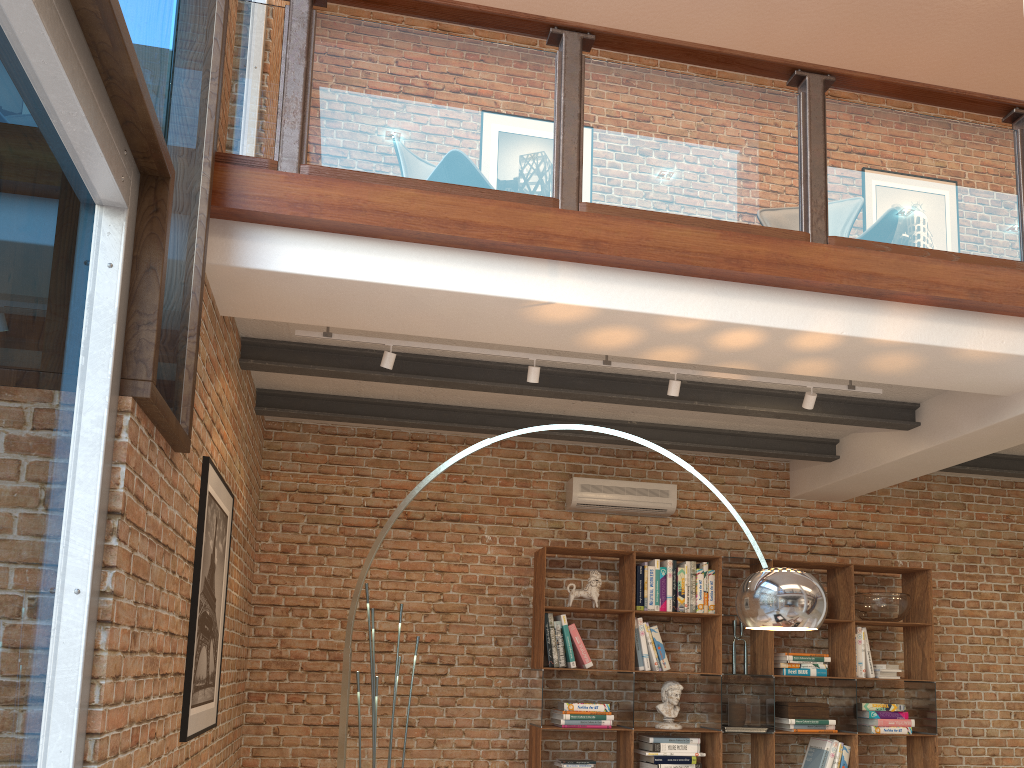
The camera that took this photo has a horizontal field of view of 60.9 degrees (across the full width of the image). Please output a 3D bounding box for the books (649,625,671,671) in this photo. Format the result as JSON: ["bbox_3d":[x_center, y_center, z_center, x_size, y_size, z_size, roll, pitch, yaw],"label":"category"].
[{"bbox_3d":[1.039,1.931,6.362,0.158,0.317,0.263,4,-12,-10],"label":"books"}]

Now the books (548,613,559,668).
[{"bbox_3d":[0.267,1.835,6.232,0.091,0.370,0.252,3,-11,-10],"label":"books"}]

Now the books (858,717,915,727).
[{"bbox_3d":[2.846,2.576,6.647,0.328,0.053,0.264,7,-18,-15],"label":"books"}]

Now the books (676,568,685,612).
[{"bbox_3d":[1.204,1.532,6.440,0.056,0.317,0.263,3,-12,-10],"label":"books"}]

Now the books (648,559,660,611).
[{"bbox_3d":[1.028,1.493,6.421,0.036,0.369,0.252,3,-11,-10],"label":"books"}]

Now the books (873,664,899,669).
[{"bbox_3d":[2.841,2.171,6.689,0.133,0.032,0.213,8,-19,-19],"label":"books"}]

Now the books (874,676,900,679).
[{"bbox_3d":[2.844,2.252,6.694,0.171,0.018,0.246,3,-18,-3],"label":"books"}]

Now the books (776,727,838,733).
[{"bbox_3d":[2.197,2.584,6.516,0.357,0.020,0.282,6,-18,-12],"label":"books"}]

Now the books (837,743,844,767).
[{"bbox_3d":[2.368,2.849,6.523,0.098,0.341,0.281,3,-12,-10],"label":"books"}]

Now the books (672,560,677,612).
[{"bbox_3d":[1.156,1.506,6.450,0.036,0.369,0.252,3,-11,-10],"label":"books"}]

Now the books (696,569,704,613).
[{"bbox_3d":[1.350,1.549,6.478,0.056,0.317,0.263,3,-12,-10],"label":"books"}]

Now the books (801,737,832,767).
[{"bbox_3d":[2.254,2.830,6.507,0.163,0.358,0.252,4,-12,-10],"label":"books"}]

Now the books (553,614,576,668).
[{"bbox_3d":[0.374,1.843,6.240,0.121,0.367,0.252,4,-11,-10],"label":"books"}]

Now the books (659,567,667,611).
[{"bbox_3d":[1.070,1.528,6.440,0.056,0.317,0.263,3,-12,-10],"label":"books"}]

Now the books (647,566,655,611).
[{"bbox_3d":[0.982,1.513,6.405,0.056,0.317,0.263,3,-12,-10],"label":"books"}]

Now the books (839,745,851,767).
[{"bbox_3d":[2.413,2.857,6.516,0.116,0.321,0.263,4,-12,-10],"label":"books"}]

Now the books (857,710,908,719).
[{"bbox_3d":[2.801,2.522,6.657,0.327,0.053,0.265,5,-18,-10],"label":"books"}]

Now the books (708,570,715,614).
[{"bbox_3d":[1.441,1.565,6.517,0.056,0.317,0.263,3,-12,-10],"label":"books"}]

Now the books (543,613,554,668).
[{"bbox_3d":[0.232,1.830,6.217,0.091,0.370,0.252,3,-11,-10],"label":"books"}]

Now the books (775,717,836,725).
[{"bbox_3d":[2.176,2.513,6.500,0.381,0.035,0.254,6,-18,-12],"label":"books"}]

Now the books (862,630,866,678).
[{"bbox_3d":[2.614,2.068,6.670,0.021,0.346,0.281,3,-12,-10],"label":"books"}]

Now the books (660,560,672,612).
[{"bbox_3d":[1.122,1.500,6.433,0.036,0.369,0.252,3,-11,-10],"label":"books"}]

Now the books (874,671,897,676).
[{"bbox_3d":[2.840,2.221,6.682,0.132,0.032,0.214,2,-18,-1],"label":"books"}]

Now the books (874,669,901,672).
[{"bbox_3d":[2.847,2.198,6.691,0.171,0.018,0.246,4,-18,-7],"label":"books"}]

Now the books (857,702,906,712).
[{"bbox_3d":[2.786,2.467,6.661,0.326,0.053,0.265,2,-18,-1],"label":"books"}]

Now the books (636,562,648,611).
[{"bbox_3d":[0.941,1.502,6.416,0.021,0.346,0.281,3,-12,-10],"label":"books"}]

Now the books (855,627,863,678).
[{"bbox_3d":[2.589,2.049,6.657,0.036,0.369,0.252,3,-11,-10],"label":"books"}]

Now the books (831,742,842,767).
[{"bbox_3d":[2.349,2.842,6.510,0.098,0.341,0.281,3,-12,-10],"label":"books"}]

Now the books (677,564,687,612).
[{"bbox_3d":[1.239,1.527,6.464,0.021,0.346,0.281,3,-12,-10],"label":"books"}]

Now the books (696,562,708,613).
[{"bbox_3d":[1.396,1.529,6.496,0.036,0.369,0.252,3,-11,-10],"label":"books"}]

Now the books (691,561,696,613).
[{"bbox_3d":[1.304,1.520,6.478,0.036,0.369,0.252,3,-11,-10],"label":"books"}]

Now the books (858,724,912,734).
[{"bbox_3d":[2.819,2.628,6.635,0.327,0.053,0.265,4,-18,-8],"label":"books"}]

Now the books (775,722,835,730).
[{"bbox_3d":[2.182,2.560,6.532,0.381,0.035,0.253,7,-19,-15],"label":"books"}]

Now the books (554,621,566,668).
[{"bbox_3d":[0.313,1.870,6.256,0.103,0.321,0.263,4,-12,-10],"label":"books"}]

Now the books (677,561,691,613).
[{"bbox_3d":[1.265,1.521,6.484,0.036,0.369,0.252,3,-11,-10],"label":"books"}]

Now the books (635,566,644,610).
[{"bbox_3d":[0.902,1.512,6.408,0.056,0.317,0.263,3,-12,-10],"label":"books"}]

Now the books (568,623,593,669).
[{"bbox_3d":[0.460,1.888,6.275,0.195,0.307,0.263,4,-13,-10],"label":"books"}]

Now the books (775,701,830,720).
[{"bbox_3d":[2.166,2.440,6.518,0.336,0.114,0.221,5,-16,-10],"label":"books"}]

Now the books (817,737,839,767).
[{"bbox_3d":[2.299,2.826,6.492,0.161,0.359,0.252,4,-12,-10],"label":"books"}]
